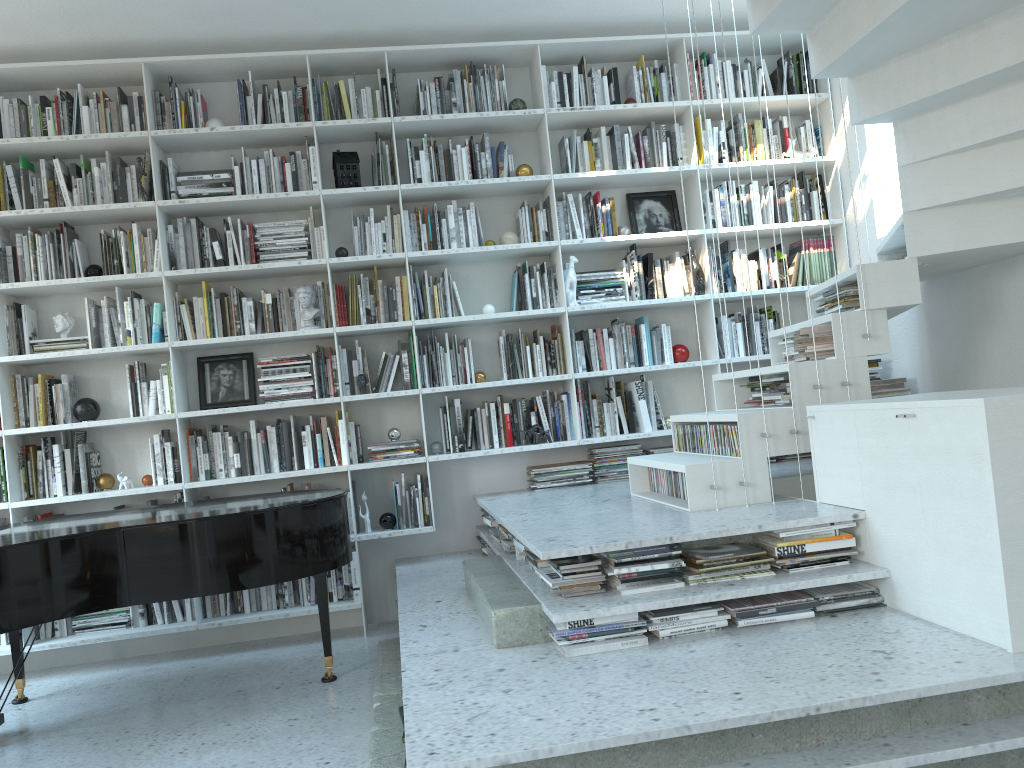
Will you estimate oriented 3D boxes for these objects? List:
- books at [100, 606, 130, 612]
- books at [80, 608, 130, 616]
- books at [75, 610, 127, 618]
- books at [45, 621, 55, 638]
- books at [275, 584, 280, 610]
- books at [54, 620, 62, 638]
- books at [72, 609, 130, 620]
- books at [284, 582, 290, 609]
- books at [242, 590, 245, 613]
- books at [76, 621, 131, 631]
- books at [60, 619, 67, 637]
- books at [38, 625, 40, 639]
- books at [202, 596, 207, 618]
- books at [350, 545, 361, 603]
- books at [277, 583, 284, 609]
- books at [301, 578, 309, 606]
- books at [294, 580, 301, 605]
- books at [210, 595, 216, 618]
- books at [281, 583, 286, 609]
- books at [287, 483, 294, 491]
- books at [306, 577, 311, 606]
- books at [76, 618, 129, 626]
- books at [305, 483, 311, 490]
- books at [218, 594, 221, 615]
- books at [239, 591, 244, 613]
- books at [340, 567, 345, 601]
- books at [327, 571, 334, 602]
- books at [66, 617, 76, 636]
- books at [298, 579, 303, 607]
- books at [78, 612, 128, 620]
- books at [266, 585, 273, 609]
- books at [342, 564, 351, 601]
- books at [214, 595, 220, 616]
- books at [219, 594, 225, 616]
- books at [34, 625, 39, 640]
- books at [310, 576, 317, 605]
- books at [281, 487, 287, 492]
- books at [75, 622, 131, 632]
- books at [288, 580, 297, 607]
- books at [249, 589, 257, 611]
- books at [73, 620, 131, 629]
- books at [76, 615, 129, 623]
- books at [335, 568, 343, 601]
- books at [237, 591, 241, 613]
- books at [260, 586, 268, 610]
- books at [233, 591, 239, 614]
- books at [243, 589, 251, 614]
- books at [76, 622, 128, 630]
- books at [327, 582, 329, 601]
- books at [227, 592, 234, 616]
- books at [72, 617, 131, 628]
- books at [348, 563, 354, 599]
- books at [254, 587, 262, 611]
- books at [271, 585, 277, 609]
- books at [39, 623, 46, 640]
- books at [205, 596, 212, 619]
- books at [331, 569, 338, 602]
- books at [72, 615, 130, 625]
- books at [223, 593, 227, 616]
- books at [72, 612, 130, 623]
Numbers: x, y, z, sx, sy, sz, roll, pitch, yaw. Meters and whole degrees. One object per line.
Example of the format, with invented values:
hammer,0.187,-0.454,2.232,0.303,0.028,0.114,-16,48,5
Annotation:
books,-2.151,1.186,4.693,0.285,0.007,0.159,-6,-2,-8
books,-2.150,1.192,4.691,0.285,0.007,0.159,-6,-2,-7
books,-2.149,1.199,4.690,0.254,0.007,0.161,-6,-2,-7
books,-2.399,1.225,4.649,0.053,0.184,0.148,-6,-1,-8
books,-1.269,1.061,4.803,0.013,0.285,0.185,-6,-1,-8
books,-2.364,1.197,4.652,0.023,0.231,0.164,-6,-1,-8
books,-2.147,1.206,4.681,0.285,0.007,0.159,-6,-2,-13
books,-1.220,1.054,4.807,0.014,0.288,0.185,-6,-1,-8
books,-1.446,1.094,4.796,0.012,0.255,0.150,-6,-1,-8
books,-2.144,1.268,4.691,0.254,0.007,0.161,-6,-2,-8
books,-2.340,1.197,4.664,0.027,0.227,0.139,-6,-1,-8
books,-2.459,1.208,4.652,0.012,0.230,0.138,-6,-1,-8
books,-1.645,1.114,4.766,0.012,0.254,0.161,-6,-1,-8
books,-0.842,1.024,4.802,0.038,0.269,0.277,-6,-1,-8
books,-1.249,1.095,4.809,0.022,0.213,0.167,-6,-1,-8
books,-1.122,1.084,4.817,0.029,0.210,0.170,-6,-1,-8
books,-1.170,1.088,4.837,0.040,0.212,0.129,-6,-1,-8
books,-1.596,1.085,4.753,0.014,0.300,0.184,-6,-1,-8
books,-1.236,1.032,4.804,0.014,0.335,0.183,-6,-1,-8
books,-1.177,0.689,4.766,0.013,0.303,0.181,-6,-1,-8
books,-1.106,1.040,4.822,0.011,0.292,0.184,-6,-1,-8
books,-2.144,1.240,4.683,0.254,0.007,0.161,-6,-2,-12
books,-1.086,0.685,4.784,0.015,0.293,0.169,-6,-1,-8
books,-1.573,1.105,4.785,0.010,0.259,0.131,-6,-1,-8
books,-1.459,1.085,4.794,0.012,0.276,0.154,-6,-1,-8
books,-0.926,1.041,4.853,0.012,0.256,0.176,-6,-1,-8
books,-0.991,1.080,4.850,0.024,0.191,0.155,-6,-1,-8
books,-2.317,1.167,4.668,0.027,0.282,0.129,-6,-1,-8
books,-1.140,1.087,4.809,0.010,0.206,0.180,-6,-1,-8
books,-2.148,1.213,4.690,0.254,0.007,0.161,-6,-2,-7
books,-1.314,1.078,4.811,0.028,0.261,0.132,-6,-1,-8
books,-0.903,1.058,4.849,0.029,0.217,0.191,-6,-1,-8
books,-1.587,1.065,4.772,0.014,0.340,0.140,-6,-1,-8
books,-1.555,1.101,4.778,0.025,0.263,0.145,-6,-1,-8
books,-2.473,1.182,4.648,0.012,0.285,0.159,-6,-1,-8
books,-1.076,1.058,4.815,0.044,0.251,0.187,-6,-1,-8
books,-1.215,0.702,4.775,0.012,0.285,0.159,-6,-1,-8
books,-2.142,1.274,4.682,0.254,0.007,0.161,-6,-2,-4
books,-1.202,1.066,4.825,0.024,0.262,0.131,-6,-1,-8
books,-1.396,1.119,4.808,0.030,0.197,0.143,-6,-1,-8
books,-2.144,1.254,4.682,0.285,0.007,0.159,-6,-2,-12
books,-2.146,1.226,4.683,0.254,0.007,0.161,-6,-2,-12
books,-0.946,1.058,4.858,0.028,0.227,0.162,-6,-1,-8
books,-1.468,1.104,4.788,0.012,0.239,0.128,-6,-1,-8
books,-1.342,1.094,4.807,0.030,0.234,0.138,-6,-1,-8
books,-1.486,1.102,4.789,0.022,0.247,0.144,-6,-1,-8
books,-1.421,1.115,4.774,0.028,0.206,0.175,-6,-1,-8
books,-2.145,1.261,4.689,0.254,0.007,0.161,-6,-2,-7
books,-1.010,1.048,4.838,0.011,0.258,0.171,-6,-1,-8
books,-1.516,1.072,4.775,0.034,0.311,0.170,-6,-1,-8
books,-2.142,1.247,4.680,0.285,0.007,0.159,-6,-2,-3
books,-0.877,1.074,4.865,0.023,0.182,0.149,-6,-1,-8
books,-1.372,1.067,4.801,0.026,0.294,0.155,-6,-1,-8
books,-1.285,1.104,4.812,0.024,0.203,0.144,-6,-1,-8
books,-2.439,1.222,4.650,0.025,0.198,0.160,-6,-1,-8
books,-1.613,1.109,4.749,0.026,0.256,0.183,-6,-1,-8
books,-0.967,1.071,4.843,0.022,0.205,0.191,-6,-1,-8
books,-2.145,1.233,4.687,0.285,0.007,0.159,-6,-2,-6
books,-1.539,1.062,4.771,0.012,0.337,0.144,-6,-1,-8
books,-2.146,1.219,4.683,0.285,0.007,0.159,-6,-2,-12
